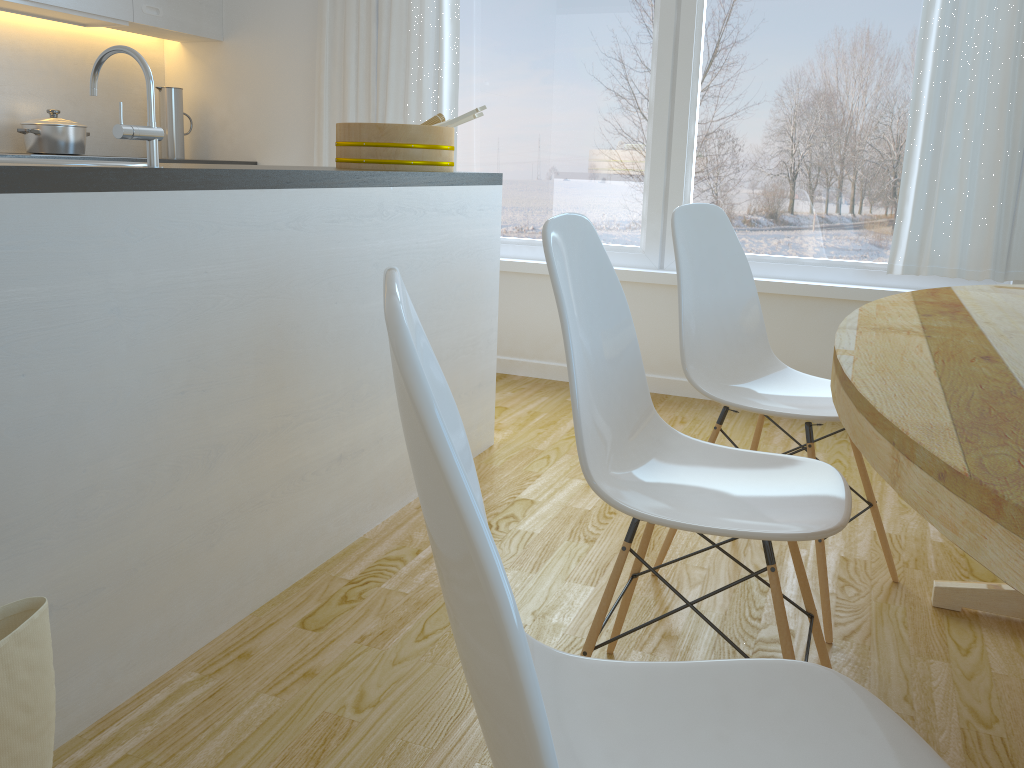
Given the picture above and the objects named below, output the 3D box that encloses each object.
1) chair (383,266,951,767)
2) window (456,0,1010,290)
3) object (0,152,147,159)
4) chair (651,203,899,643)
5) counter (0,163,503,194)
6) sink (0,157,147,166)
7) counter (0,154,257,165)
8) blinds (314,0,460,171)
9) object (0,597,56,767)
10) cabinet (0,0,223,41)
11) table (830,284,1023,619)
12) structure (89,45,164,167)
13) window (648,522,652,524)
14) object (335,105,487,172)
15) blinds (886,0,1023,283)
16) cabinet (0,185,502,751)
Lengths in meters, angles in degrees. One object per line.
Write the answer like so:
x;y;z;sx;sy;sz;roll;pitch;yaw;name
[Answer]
0.154;0.360;0.727;0.523;0.891;0.435;0;11;-8;chair
0.711;-1.447;3.793;2.733;1.896;0.089;7;12;21;window
-1.968;-0.971;3.766;0.563;0.013;0.661;7;15;21;object
0.638;0.034;2.120;0.526;0.891;0.432;12;15;41;chair
-0.759;-0.472;1.991;0.602;0.039;2.425;7;15;21;counter
-0.910;-0.357;1.725;0.405;0.155;0.408;-5;15;-26;sink
-1.968;-0.952;3.765;0.602;0.039;2.021;7;15;21;counter
-0.606;-1.749;4.072;0.796;2.135;0.151;6;11;21;blinds
-0.313;0.460;1.102;1.189;0.496;0.477;2;12;-1;object
-2.124;-1.129;3.136;0.482;2.273;3.234;6;13;21;cabinet
1.066;0.343;1.287;1.196;0.716;2.213;7;14;19;table
-0.721;-0.502;1.592;0.162;0.213;0.098;7;12;22;structure
1.311;-0.549;0.465;2.555;2.030;1.898;7;13;21;window
-0.353;-0.796;2.847;0.431;0.212;0.381;-9;17;-39;object
1.863;-1.422;3.105;0.797;2.135;0.151;6;11;22;blinds
-0.776;-0.011;2.077;0.602;0.899;2.425;7;14;21;cabinet
